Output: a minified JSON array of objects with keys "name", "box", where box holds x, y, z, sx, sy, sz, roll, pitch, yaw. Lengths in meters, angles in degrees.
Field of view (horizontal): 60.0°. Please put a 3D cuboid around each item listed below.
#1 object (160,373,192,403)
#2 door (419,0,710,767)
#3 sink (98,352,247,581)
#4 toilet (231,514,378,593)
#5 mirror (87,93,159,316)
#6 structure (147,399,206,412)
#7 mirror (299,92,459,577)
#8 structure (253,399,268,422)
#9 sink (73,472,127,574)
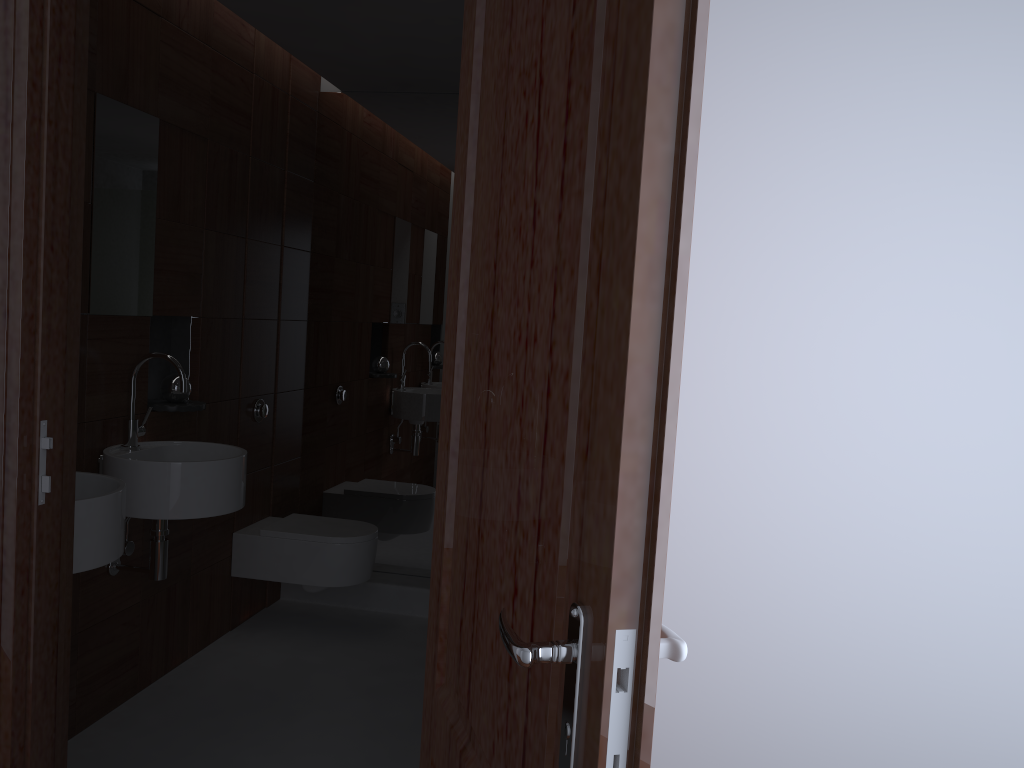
[{"name":"object","box":[-1.269,0.051,2.446,0.104,0.104,1.350,4,4,10]},{"name":"door","box":[-0.028,0.240,0.948,0.095,1.780,0.708,3,4,-14]},{"name":"sink","box":[-1.035,0.263,2.733,0.417,0.715,0.415,4,4,10]},{"name":"toilet","box":[-0.832,0.726,3.684,0.547,0.284,0.329,4,4,10]},{"name":"mirror","box":[-1.186,-0.529,2.718,0.010,0.635,0.316,4,4,10]},{"name":"structure","box":[-1.175,0.073,3.066,0.222,0.023,0.220,4,4,0]},{"name":"mirror","box":[-0.243,-0.193,4.004,1.433,2.183,0.019,4,4,10]},{"name":"structure","box":[-1.042,0.112,3.694,0.034,0.098,0.098,4,4,10]},{"name":"sink","box":[-1.147,0.300,2.112,0.417,0.715,0.415,4,4,10]}]
